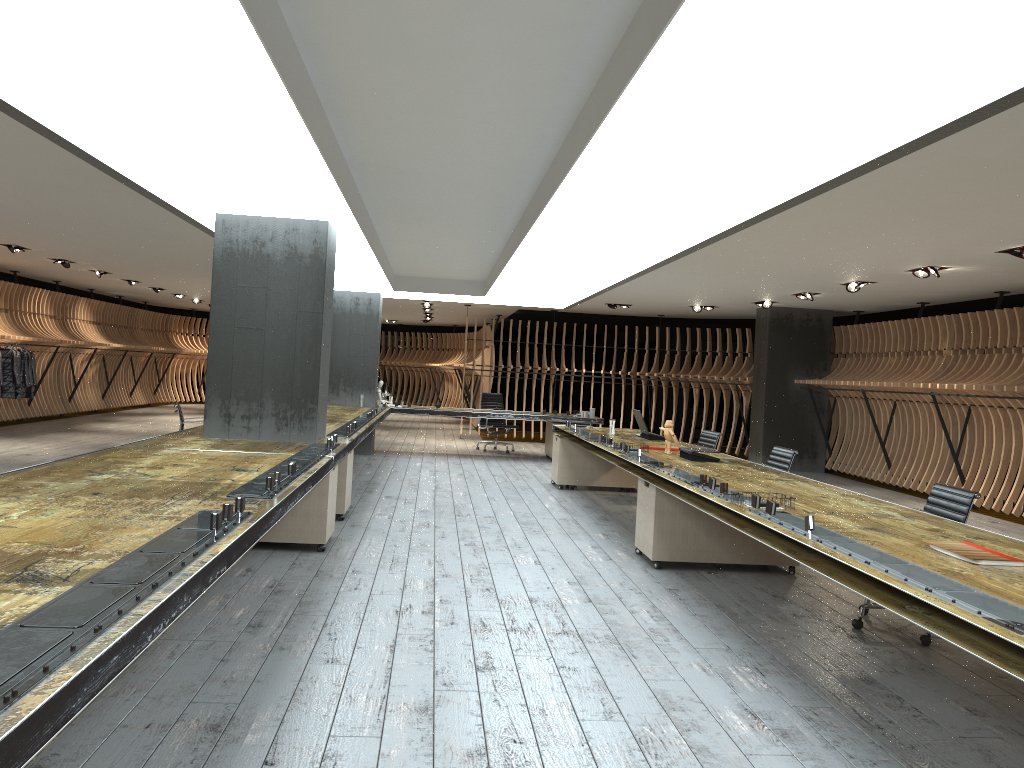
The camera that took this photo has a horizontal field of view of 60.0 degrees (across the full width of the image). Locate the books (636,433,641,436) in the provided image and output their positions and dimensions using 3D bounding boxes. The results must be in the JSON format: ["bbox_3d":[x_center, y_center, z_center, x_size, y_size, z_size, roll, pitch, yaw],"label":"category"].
[{"bbox_3d":[1.521,0.578,10.139,0.186,0.027,0.112,3,1,-20],"label":"books"}]

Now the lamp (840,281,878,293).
[{"bbox_3d":[4.402,-1.317,11.267,0.269,0.288,0.493,3,0,-5],"label":"lamp"}]

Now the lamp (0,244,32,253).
[{"bbox_3d":[-6.953,-1.955,12.388,0.269,0.295,0.493,3,0,-5],"label":"lamp"}]

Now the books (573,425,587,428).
[{"bbox_3d":[0.867,0.537,11.314,0.155,0.025,0.110,3,1,-10],"label":"books"}]

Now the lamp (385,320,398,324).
[{"bbox_3d":[-3.595,-1.926,26.320,0.493,0.294,0.269,3,0,22],"label":"lamp"}]

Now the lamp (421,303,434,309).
[{"bbox_3d":[-1.806,-1.749,18.943,0.269,0.284,0.493,3,0,-5],"label":"lamp"}]

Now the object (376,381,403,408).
[{"bbox_3d":[-1.951,0.168,14.190,0.431,0.429,0.195,3,0,-9],"label":"object"}]

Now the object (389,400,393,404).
[{"bbox_3d":[-1.977,0.315,14.427,0.061,0.111,0.061,3,0,-16],"label":"object"}]

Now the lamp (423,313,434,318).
[{"bbox_3d":[-2.080,-1.794,22.121,0.269,0.296,0.493,3,0,-5],"label":"lamp"}]

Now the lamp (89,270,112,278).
[{"bbox_3d":[-7.227,-2.003,15.566,0.269,0.302,0.493,3,0,-5],"label":"lamp"}]

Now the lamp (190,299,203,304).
[{"bbox_3d":[-7.775,-2.110,21.922,0.269,0.291,0.493,3,0,-5],"label":"lamp"}]

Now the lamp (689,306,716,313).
[{"bbox_3d":[3.422,-1.421,15.839,0.493,0.292,0.269,3,0,40],"label":"lamp"}]

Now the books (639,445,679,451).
[{"bbox_3d":[1.391,0.605,8.394,0.366,0.026,0.213,3,1,5],"label":"books"}]

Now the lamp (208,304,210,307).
[{"bbox_3d":[-7.911,-2.139,23.511,0.269,0.283,0.493,3,0,-5],"label":"lamp"}]

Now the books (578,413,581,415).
[{"bbox_3d":[1.155,0.511,15.074,0.110,0.025,0.155,3,1,0],"label":"books"}]

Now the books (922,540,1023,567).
[{"bbox_3d":[1.863,0.686,3.600,0.213,0.026,0.366,3,1,-5],"label":"books"}]

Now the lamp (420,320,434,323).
[{"bbox_3d":[-2.430,-1.851,25.287,0.269,0.293,0.493,3,0,-22],"label":"lamp"}]

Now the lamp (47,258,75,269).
[{"bbox_3d":[-7.090,-1.981,13.977,0.269,0.294,0.493,3,0,-5],"label":"lamp"}]

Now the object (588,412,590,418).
[{"bbox_3d":[1.198,0.504,14.377,0.175,0.089,0.289,3,1,11],"label":"object"}]

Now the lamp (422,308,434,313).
[{"bbox_3d":[-1.943,-1.773,20.532,0.269,0.288,0.493,3,0,-5],"label":"lamp"}]

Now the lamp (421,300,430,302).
[{"bbox_3d":[-1.669,-1.718,17.354,0.269,0.295,0.493,3,0,-5],"label":"lamp"}]

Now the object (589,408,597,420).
[{"bbox_3d":[1.308,0.495,14.268,0.088,0.204,0.262,3,0,-6],"label":"object"}]

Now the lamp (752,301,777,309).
[{"bbox_3d":[4.114,-1.366,14.443,0.269,0.293,0.493,3,0,-12],"label":"lamp"}]

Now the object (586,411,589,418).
[{"bbox_3d":[1.213,0.495,14.364,0.062,0.109,0.062,3,0,-32],"label":"object"}]

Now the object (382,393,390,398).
[{"bbox_3d":[-2.049,0.260,14.433,0.138,0.209,0.034,3,0,-25],"label":"object"}]

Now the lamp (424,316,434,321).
[{"bbox_3d":[-2.217,-1.821,23.710,0.269,0.293,0.493,3,0,-5],"label":"lamp"}]

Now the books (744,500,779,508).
[{"bbox_3d":[1.332,0.637,4.737,0.155,0.025,0.110,3,1,-10],"label":"books"}]

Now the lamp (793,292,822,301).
[{"bbox_3d":[4.265,-1.340,12.856,0.269,0.292,0.493,3,0,-5],"label":"lamp"}]

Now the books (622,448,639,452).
[{"bbox_3d":[1.058,0.586,7.944,0.155,0.025,0.110,3,1,-10],"label":"books"}]

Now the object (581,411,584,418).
[{"bbox_3d":[1.142,0.491,14.358,0.062,0.109,0.062,3,0,-32],"label":"object"}]

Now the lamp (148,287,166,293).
[{"bbox_3d":[-7.501,-2.057,18.744,0.269,0.295,0.493,3,0,-5],"label":"lamp"}]

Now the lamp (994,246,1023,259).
[{"bbox_3d":[4.676,-1.262,8.089,0.269,0.296,0.493,3,0,-5],"label":"lamp"}]

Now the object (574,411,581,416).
[{"bbox_3d":[1.159,0.501,15.077,0.217,0.074,0.302,3,1,-1],"label":"object"}]

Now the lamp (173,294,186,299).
[{"bbox_3d":[-7.638,-2.084,20.333,0.269,0.293,0.493,3,0,-5],"label":"lamp"}]

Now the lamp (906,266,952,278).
[{"bbox_3d":[4.539,-1.291,9.678,0.269,0.288,0.493,3,0,-5],"label":"lamp"}]

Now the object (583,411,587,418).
[{"bbox_3d":[1.182,0.494,14.300,0.062,0.109,0.062,3,0,-32],"label":"object"}]

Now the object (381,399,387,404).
[{"bbox_3d":[-2.093,0.301,14.375,0.108,0.128,0.108,3,0,10],"label":"object"}]

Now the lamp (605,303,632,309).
[{"bbox_3d":[1.973,-1.506,16.399,0.492,0.294,0.269,3,0,2],"label":"lamp"}]

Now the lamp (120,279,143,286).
[{"bbox_3d":[-7.364,-2.030,17.155,0.269,0.298,0.493,3,0,-5],"label":"lamp"}]
